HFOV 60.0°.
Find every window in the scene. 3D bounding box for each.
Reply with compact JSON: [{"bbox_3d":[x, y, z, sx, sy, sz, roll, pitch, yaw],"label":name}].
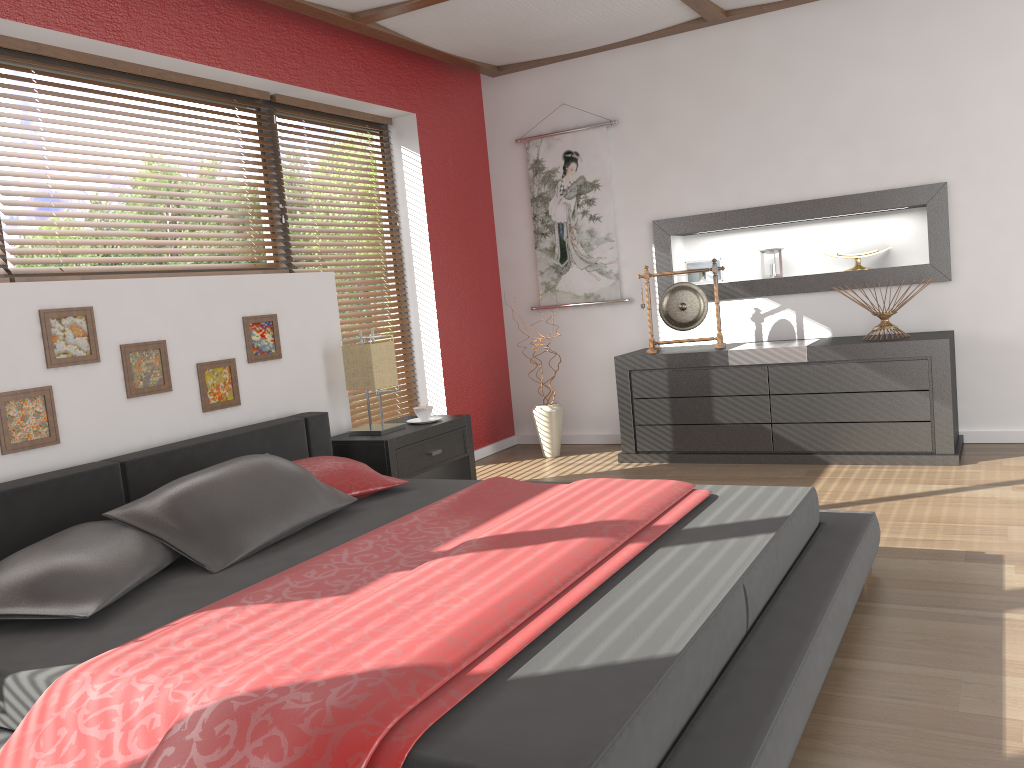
[{"bbox_3d":[-0.919,-0.506,4.928,0.020,1.893,0.889,-2,6,29],"label":"window"},{"bbox_3d":[-1.907,-0.786,3.185,0.020,0.786,2.817,-2,6,29],"label":"window"}]

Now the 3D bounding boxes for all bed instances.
[{"bbox_3d":[-0.447,0.521,2.421,2.413,0.577,2.469,-2,6,29],"label":"bed"}]

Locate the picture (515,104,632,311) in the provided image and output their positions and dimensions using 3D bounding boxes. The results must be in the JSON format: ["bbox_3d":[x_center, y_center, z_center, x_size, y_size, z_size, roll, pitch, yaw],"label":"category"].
[{"bbox_3d":[0.374,-1.122,5.594,0.701,1.270,0.028,-2,6,29],"label":"picture"}]

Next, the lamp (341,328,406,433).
[{"bbox_3d":[-0.665,-0.023,4.203,0.200,0.480,0.200,-2,6,29],"label":"lamp"}]

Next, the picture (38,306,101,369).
[{"bbox_3d":[-1.534,-0.164,3.081,0.010,0.200,0.200,-2,6,29],"label":"picture"}]

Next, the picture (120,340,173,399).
[{"bbox_3d":[-1.379,-0.058,3.349,0.010,0.200,0.200,-2,6,29],"label":"picture"}]

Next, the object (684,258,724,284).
[{"bbox_3d":[1.162,-0.682,5.370,0.226,0.146,0.041,-5,6,9],"label":"object"}]

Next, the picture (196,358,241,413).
[{"bbox_3d":[-1.206,0.004,3.653,0.010,0.200,0.200,-2,6,29],"label":"picture"}]

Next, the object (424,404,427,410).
[{"bbox_3d":[-0.428,0.111,4.386,0.007,0.007,0.192,-6,6,-1],"label":"object"}]

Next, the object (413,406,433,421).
[{"bbox_3d":[-0.437,0.149,4.401,0.099,0.069,0.099,-10,7,-35],"label":"object"}]

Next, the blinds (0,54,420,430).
[{"bbox_3d":[-1.794,-0.215,3.206,0.032,1.952,4.840,-2,6,29],"label":"blinds"}]

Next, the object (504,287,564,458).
[{"bbox_3d":[0.165,-0.060,5.357,0.364,1.035,0.422,-5,6,5],"label":"object"}]

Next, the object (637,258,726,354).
[{"bbox_3d":[0.965,-0.442,5.006,0.490,0.498,0.173,-4,6,14],"label":"object"}]

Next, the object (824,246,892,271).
[{"bbox_3d":[1.933,-0.694,4.961,0.350,0.116,0.181,-4,6,19],"label":"object"}]

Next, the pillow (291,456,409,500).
[{"bbox_3d":[-0.797,0.380,3.278,0.745,0.172,0.418,-10,8,-41],"label":"pillow"}]

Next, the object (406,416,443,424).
[{"bbox_3d":[-0.434,0.181,4.404,0.179,0.012,0.179,-10,7,-35],"label":"object"}]

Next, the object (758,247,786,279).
[{"bbox_3d":[1.530,-0.708,5.201,0.159,0.171,0.159,-7,6,-12],"label":"object"}]

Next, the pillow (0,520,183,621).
[{"bbox_3d":[-1.188,0.499,2.462,0.418,0.172,0.745,-5,6,5],"label":"pillow"}]

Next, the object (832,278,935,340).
[{"bbox_3d":[1.896,-0.374,4.515,0.481,0.282,0.481,-6,6,-4],"label":"object"}]

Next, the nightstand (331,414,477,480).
[{"bbox_3d":[-0.528,0.417,4.331,0.413,0.423,0.700,-2,6,29],"label":"nightstand"}]

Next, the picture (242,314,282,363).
[{"bbox_3d":[-1.090,-0.200,3.876,0.010,0.200,0.200,-2,6,29],"label":"picture"}]

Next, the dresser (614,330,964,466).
[{"bbox_3d":[1.465,0.082,4.836,1.740,0.608,0.540,-2,6,29],"label":"dresser"}]

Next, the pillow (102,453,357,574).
[{"bbox_3d":[-0.872,0.377,2.859,0.386,0.241,0.744,-3,6,25],"label":"pillow"}]

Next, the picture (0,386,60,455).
[{"bbox_3d":[-1.604,0.117,2.935,0.010,0.200,0.200,-2,6,29],"label":"picture"}]
